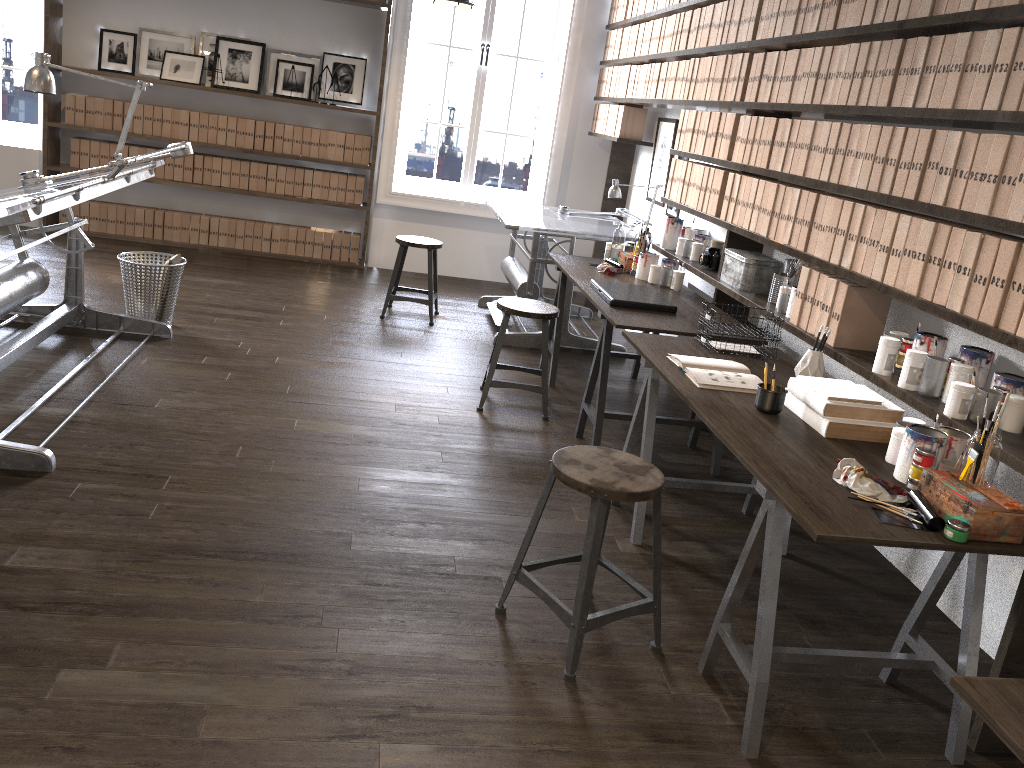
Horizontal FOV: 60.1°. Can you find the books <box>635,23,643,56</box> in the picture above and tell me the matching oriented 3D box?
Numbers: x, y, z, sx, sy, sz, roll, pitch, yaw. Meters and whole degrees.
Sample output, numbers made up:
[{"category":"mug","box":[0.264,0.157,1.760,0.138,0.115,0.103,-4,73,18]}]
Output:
[{"category":"books","box":[0.947,-2.328,6.044,0.174,0.223,0.067,6,15,-10]}]

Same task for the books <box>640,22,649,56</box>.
[{"category":"books","box":[0.965,-2.283,5.908,0.174,0.223,0.067,6,15,-9]}]

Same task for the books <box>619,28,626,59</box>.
[{"category":"books","box":[0.889,-2.463,6.447,0.174,0.223,0.067,6,15,-9]}]

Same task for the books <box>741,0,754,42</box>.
[{"category":"books","box":[1.195,-1.710,4.184,0.174,0.223,0.067,6,15,-9]}]

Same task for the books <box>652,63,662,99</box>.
[{"category":"books","box":[0.981,-1.873,5.523,0.174,0.223,0.068,6,15,-10]}]

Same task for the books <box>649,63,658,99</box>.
[{"category":"books","box":[0.977,-1.896,5.595,0.174,0.223,0.067,6,15,-9]}]

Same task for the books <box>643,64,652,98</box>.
[{"category":"books","box":[0.954,-1.938,5.717,0.174,0.223,0.068,6,15,-9]}]

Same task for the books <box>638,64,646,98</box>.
[{"category":"books","box":[0.939,-1.984,5.855,0.174,0.223,0.067,6,15,-10]}]

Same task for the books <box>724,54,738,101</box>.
[{"category":"books","box":[1.150,-1.480,4.320,0.174,0.223,0.067,6,15,-10]}]

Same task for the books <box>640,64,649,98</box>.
[{"category":"books","box":[0.945,-1.961,5.786,0.174,0.223,0.067,6,15,-10]}]

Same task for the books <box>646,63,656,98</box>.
[{"category":"books","box":[0.967,-1.917,5.657,0.174,0.223,0.067,6,15,-10]}]

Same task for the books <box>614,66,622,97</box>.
[{"category":"books","box":[0.855,-2.199,6.482,0.174,0.223,0.067,6,15,-10]}]

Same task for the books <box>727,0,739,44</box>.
[{"category":"books","box":[1.173,-1.773,4.375,0.174,0.223,0.067,6,15,-10]}]

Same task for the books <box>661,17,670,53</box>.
[{"category":"books","box":[1.028,-2.131,5.450,0.174,0.223,0.067,6,15,-9]}]

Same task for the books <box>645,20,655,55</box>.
[{"category":"books","box":[0.977,-2.240,5.775,0.174,0.223,0.068,6,15,-10]}]

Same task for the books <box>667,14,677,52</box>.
[{"category":"books","box":[1.039,-2.086,5.313,0.174,0.223,0.067,6,15,-10]}]

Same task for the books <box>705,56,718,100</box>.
[{"category":"books","box":[1.112,-1.565,4.576,0.174,0.223,0.067,6,15,-10]}]

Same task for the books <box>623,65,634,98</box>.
[{"category":"books","box":[0.887,-2.111,6.217,0.174,0.223,0.068,6,15,-10]}]

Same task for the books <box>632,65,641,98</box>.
[{"category":"books","box":[0.923,-2.028,5.989,0.174,0.223,0.067,6,15,-9]}]

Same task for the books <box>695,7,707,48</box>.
[{"category":"books","box":[1.110,-1.926,4.834,0.174,0.223,0.067,6,15,-10]}]

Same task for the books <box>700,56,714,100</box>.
[{"category":"books","box":[1.101,-1.589,4.645,0.174,0.223,0.068,6,15,-9]}]

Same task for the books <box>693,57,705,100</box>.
[{"category":"books","box":[1.089,-1.633,4.779,0.174,0.223,0.067,6,15,-10]}]

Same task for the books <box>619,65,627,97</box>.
[{"category":"books","box":[0.875,-2.155,6.350,0.174,0.223,0.067,6,15,-9]}]

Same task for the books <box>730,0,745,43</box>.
[{"category":"books","box":[1.175,-1.752,4.307,0.174,0.223,0.068,6,15,-10]}]

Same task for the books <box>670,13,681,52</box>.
[{"category":"books","box":[1.049,-2.063,5.244,0.174,0.223,0.068,6,15,-9]}]

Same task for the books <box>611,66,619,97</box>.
[{"category":"books","box":[0.842,-2.223,6.551,0.174,0.223,0.067,6,15,-10]}]

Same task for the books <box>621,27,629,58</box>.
[{"category":"books","box":[0.895,-2.440,6.377,0.174,0.223,0.067,6,15,-9]}]

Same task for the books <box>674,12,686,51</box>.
[{"category":"books","box":[1.061,-2.043,5.184,0.174,0.223,0.067,6,15,-10]}]

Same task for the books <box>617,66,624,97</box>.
[{"category":"books","box":[0.868,-2.177,6.417,0.174,0.223,0.067,6,15,-9]}]

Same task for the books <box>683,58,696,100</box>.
[{"category":"books","box":[1.063,-1.678,4.914,0.174,0.223,0.067,6,15,-9]}]

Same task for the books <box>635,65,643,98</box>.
[{"category":"books","box":[0.934,-2.005,5.923,0.174,0.223,0.067,6,15,-9]}]

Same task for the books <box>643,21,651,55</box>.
[{"category":"books","box":[0.974,-2.261,5.840,0.174,0.223,0.067,6,15,-9]}]

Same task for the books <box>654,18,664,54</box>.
[{"category":"books","box":[1.004,-2.176,5.582,0.174,0.223,0.068,6,15,-10]}]

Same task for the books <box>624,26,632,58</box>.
[{"category":"books","box":[0.905,-2.417,6.308,0.174,0.223,0.068,6,15,-10]}]

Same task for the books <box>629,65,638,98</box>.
[{"category":"books","box":[0.910,-2.050,6.055,0.174,0.223,0.068,6,15,-10]}]

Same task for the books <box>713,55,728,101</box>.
[{"category":"books","box":[1.126,-1.525,4.452,0.174,0.223,0.068,6,15,-9]}]

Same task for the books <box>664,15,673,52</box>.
[{"category":"books","box":[1.033,-2.109,5.382,0.174,0.223,0.067,6,15,-10]}]

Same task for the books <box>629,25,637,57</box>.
[{"category":"books","box":[0.928,-2.375,6.186,0.174,0.223,0.067,6,15,-10]}]

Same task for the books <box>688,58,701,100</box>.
[{"category":"books","box":[1.076,-1.655,4.845,0.174,0.223,0.067,6,15,-9]}]

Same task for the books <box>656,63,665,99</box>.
[{"category":"books","box":[0.997,-1.849,5.452,0.174,0.223,0.067,6,15,-9]}]

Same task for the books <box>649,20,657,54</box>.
[{"category":"books","box":[0.990,-2.218,5.712,0.174,0.223,0.067,6,15,-9]}]

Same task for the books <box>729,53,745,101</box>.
[{"category":"books","box":[1.155,-1.458,4.252,0.174,0.223,0.067,6,15,-9]}]

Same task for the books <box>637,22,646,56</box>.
[{"category":"books","box":[0.952,-2.306,5.975,0.174,0.223,0.067,6,15,-10]}]

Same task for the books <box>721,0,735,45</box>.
[{"category":"books","box":[1.162,-1.796,4.441,0.174,0.223,0.067,6,15,-10]}]

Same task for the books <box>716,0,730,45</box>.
[{"category":"books","box":[1.150,-1.819,4.508,0.174,0.223,0.068,6,15,-9]}]

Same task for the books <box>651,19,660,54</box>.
[{"category":"books","box":[0.997,-2.198,5.652,0.174,0.223,0.067,6,15,-9]}]

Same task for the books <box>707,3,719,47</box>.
[{"category":"books","box":[1.136,-1.861,4.638,0.174,0.223,0.067,6,15,-10]}]

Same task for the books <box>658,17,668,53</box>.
[{"category":"books","box":[1.017,-2.153,5.516,0.174,0.223,0.067,6,15,-9]}]

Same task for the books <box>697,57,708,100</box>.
[{"category":"books","box":[1.096,-1.611,4.712,0.174,0.223,0.067,6,15,-10]}]

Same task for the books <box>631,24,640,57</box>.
[{"category":"books","box":[0.932,-2.353,6.115,0.174,0.223,0.068,6,15,-9]}]

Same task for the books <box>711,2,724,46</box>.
[{"category":"books","box":[1.142,-1.841,4.577,0.174,0.223,0.067,6,15,-10]}]

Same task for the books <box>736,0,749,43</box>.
[{"category":"books","box":[1.189,-1.730,4.244,0.174,0.223,0.067,6,15,-9]}]

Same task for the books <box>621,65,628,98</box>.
[{"category":"books","box":[0.883,-2.131,6.278,0.174,0.223,0.067,6,15,-9]}]

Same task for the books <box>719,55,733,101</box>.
[{"category":"books","box":[1.141,-1.503,4.388,0.174,0.223,0.067,6,15,-10]}]

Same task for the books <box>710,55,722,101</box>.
[{"category":"books","box":[1.122,-1.545,4.516,0.174,0.223,0.067,6,15,-10]}]

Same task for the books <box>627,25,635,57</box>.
[{"category":"books","box":[0.917,-2.397,6.248,0.174,0.223,0.067,6,15,-9]}]
